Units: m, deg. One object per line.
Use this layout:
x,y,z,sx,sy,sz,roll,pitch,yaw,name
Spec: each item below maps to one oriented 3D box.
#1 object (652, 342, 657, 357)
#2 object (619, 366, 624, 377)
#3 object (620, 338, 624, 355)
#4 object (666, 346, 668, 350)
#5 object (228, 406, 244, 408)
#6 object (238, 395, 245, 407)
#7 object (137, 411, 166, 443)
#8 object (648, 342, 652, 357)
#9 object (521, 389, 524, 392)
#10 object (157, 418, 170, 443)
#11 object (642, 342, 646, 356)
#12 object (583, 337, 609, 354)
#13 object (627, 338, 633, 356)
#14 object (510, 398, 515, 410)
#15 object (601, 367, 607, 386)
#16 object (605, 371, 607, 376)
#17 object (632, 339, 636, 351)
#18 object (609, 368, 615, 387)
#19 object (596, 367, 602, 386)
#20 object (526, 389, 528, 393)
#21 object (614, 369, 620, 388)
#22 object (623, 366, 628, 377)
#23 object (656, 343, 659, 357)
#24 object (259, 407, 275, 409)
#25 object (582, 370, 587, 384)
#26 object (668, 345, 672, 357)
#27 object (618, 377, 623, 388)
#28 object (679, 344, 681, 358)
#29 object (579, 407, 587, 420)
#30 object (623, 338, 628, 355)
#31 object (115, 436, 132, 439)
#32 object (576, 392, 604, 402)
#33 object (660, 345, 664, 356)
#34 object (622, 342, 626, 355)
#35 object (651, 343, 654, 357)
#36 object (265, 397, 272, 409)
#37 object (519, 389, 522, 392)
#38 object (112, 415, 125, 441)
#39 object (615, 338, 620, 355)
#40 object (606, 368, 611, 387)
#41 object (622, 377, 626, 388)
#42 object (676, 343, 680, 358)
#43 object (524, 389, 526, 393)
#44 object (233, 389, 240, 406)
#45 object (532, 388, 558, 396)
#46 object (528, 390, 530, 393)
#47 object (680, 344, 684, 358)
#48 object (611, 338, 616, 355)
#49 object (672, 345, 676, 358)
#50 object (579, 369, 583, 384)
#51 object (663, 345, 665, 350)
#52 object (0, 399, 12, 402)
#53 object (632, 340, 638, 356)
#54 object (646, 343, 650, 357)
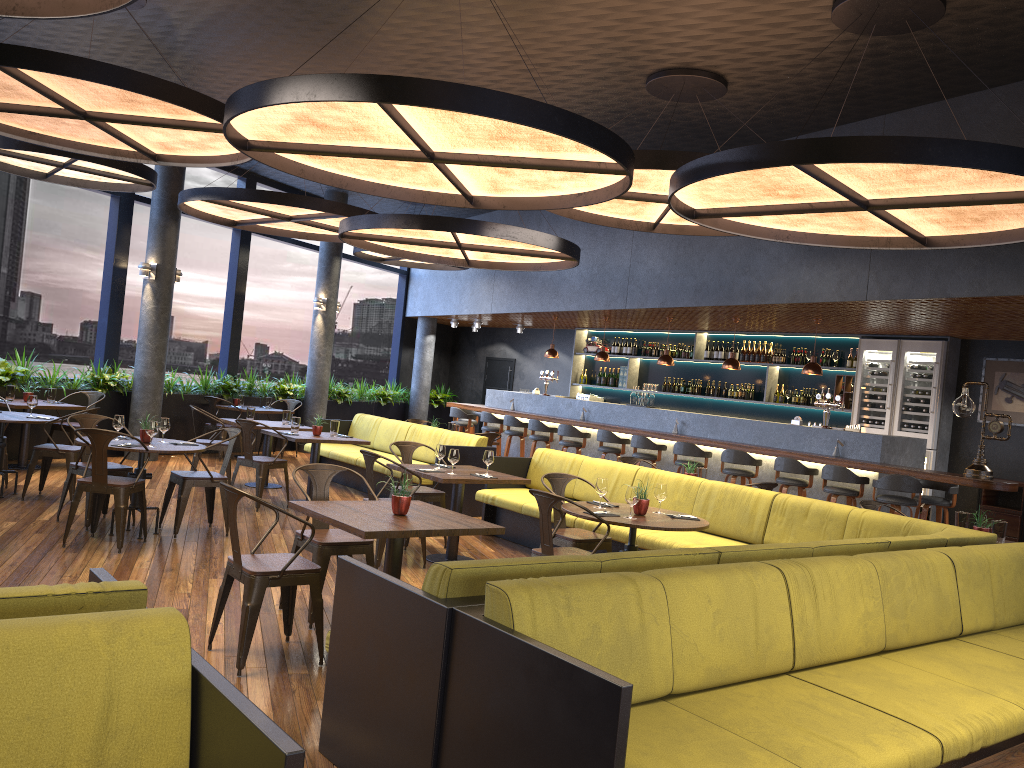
2.439,-0.586,15.160,0.063,0.254,0.063,6,0,-20,object
1.978,-0.216,15.743,0.080,0.192,0.098,6,0,-38,object
1.970,-0.665,15.905,0.085,0.310,0.086,6,0,-27,object
2.619,-0.549,15.055,0.068,0.217,0.068,6,0,-18,object
-4.178,0.342,13.393,0.255,0.019,0.157,6,0,28,object
-4.140,0.265,13.557,0.102,0.178,0.102,6,0,34,object
-3.017,0.352,7.357,0.260,0.271,0.238,6,0,1,object
2.377,-0.592,15.268,0.063,0.254,0.063,6,0,24,object
0.186,0.119,15.699,0.042,0.059,0.042,6,0,-41,object
-2.965,0.392,7.553,0.097,0.206,0.097,6,0,24,object
2.284,-0.602,15.341,0.063,0.254,0.063,6,0,34,object
1.556,-0.713,16.396,0.229,0.319,0.579,6,0,-38,object
2.084,-0.653,15.612,0.085,0.310,0.086,6,0,-5,object
0.005,0.333,14.798,0.114,0.203,0.069,6,0,9,object
1.671,-0.130,16.085,0.094,0.340,0.094,6,0,-24,object
1.694,-0.128,16.199,0.094,0.340,0.094,6,0,-32,object
2.158,-0.646,15.671,0.085,0.310,0.086,6,0,3,object
1.809,-0.116,15.926,0.094,0.340,0.094,6,0,1,object
1.600,-0.138,16.154,0.094,0.340,0.094,6,0,-16,object
0.256,0.126,15.762,0.042,0.059,0.042,6,0,-41,object
1.904,-0.106,15.972,0.094,0.340,0.094,6,0,-16,object
2.038,-0.209,15.663,0.080,0.192,0.098,6,0,-38,object
2.503,-0.579,15.255,0.063,0.254,0.063,6,0,0,object
-3.838,0.375,13.964,0.255,0.019,0.157,6,0,28,object
1.369,-0.131,16.579,0.079,0.281,0.079,6,0,-34,object
2.651,-0.548,14.910,0.088,0.224,0.088,6,0,-44,object
1.957,-0.024,15.743,0.080,0.192,0.098,6,0,-38,object
2.812,-0.546,14.897,0.063,0.254,0.063,6,0,-30,object
1.083,0.447,13.441,0.114,0.203,0.069,6,0,12,object
2.021,-0.660,15.694,0.085,0.310,0.086,6,0,-19,object
-3.307,0.452,7.524,0.255,0.019,0.157,6,0,30,object
1.346,0.450,16.246,0.550,0.569,0.355,6,0,-38,object
2.541,-0.556,15.005,0.068,0.217,0.068,6,0,42,object
2.029,-0.659,15.828,0.085,0.310,0.086,6,0,-11,object
2.435,-0.587,15.329,0.063,0.254,0.063,6,0,24,object
-3.790,0.300,13.794,0.102,0.178,0.102,6,0,44,object
0.149,0.116,15.670,0.042,0.059,0.042,6,0,-41,object
-3.264,0.362,7.353,0.097,0.206,0.097,6,0,3,object
1.894,-0.673,15.851,0.085,0.310,0.086,6,0,-11,object
1.768,-0.120,16.128,0.094,0.340,0.094,6,0,-16,object
2.019,-0.018,15.663,0.080,0.192,0.098,6,0,-38,object
2.767,-0.551,14.770,0.063,0.254,0.063,6,0,10,object
0.228,0.124,15.719,0.042,0.059,0.042,6,0,-41,object
-4.298,0.201,13.821,0.260,0.271,0.238,6,0,-37,object
0.635,0.140,16.115,0.766,0.106,0.200,6,0,-38,object
0.296,0.130,15.792,0.042,0.059,0.042,6,0,-41,object
2.845,-0.543,14.815,0.063,0.254,0.063,6,0,-10,object
1.838,-0.679,15.925,0.085,0.310,0.086,6,0,-5,object
2.740,-0.539,14.969,0.088,0.224,0.088,6,0,-44,object
1.311,-0.137,16.649,0.079,0.281,0.079,6,0,-19,object
2.589,-0.552,15.136,0.068,0.217,0.068,6,0,-33,object
-5.822,0.184,10.067,0.255,0.019,0.157,6,0,28,object
2.157,-0.627,15.524,0.083,0.301,0.083,6,0,-31,object
2.375,-0.593,15.399,0.063,0.254,0.063,6,0,29,object
